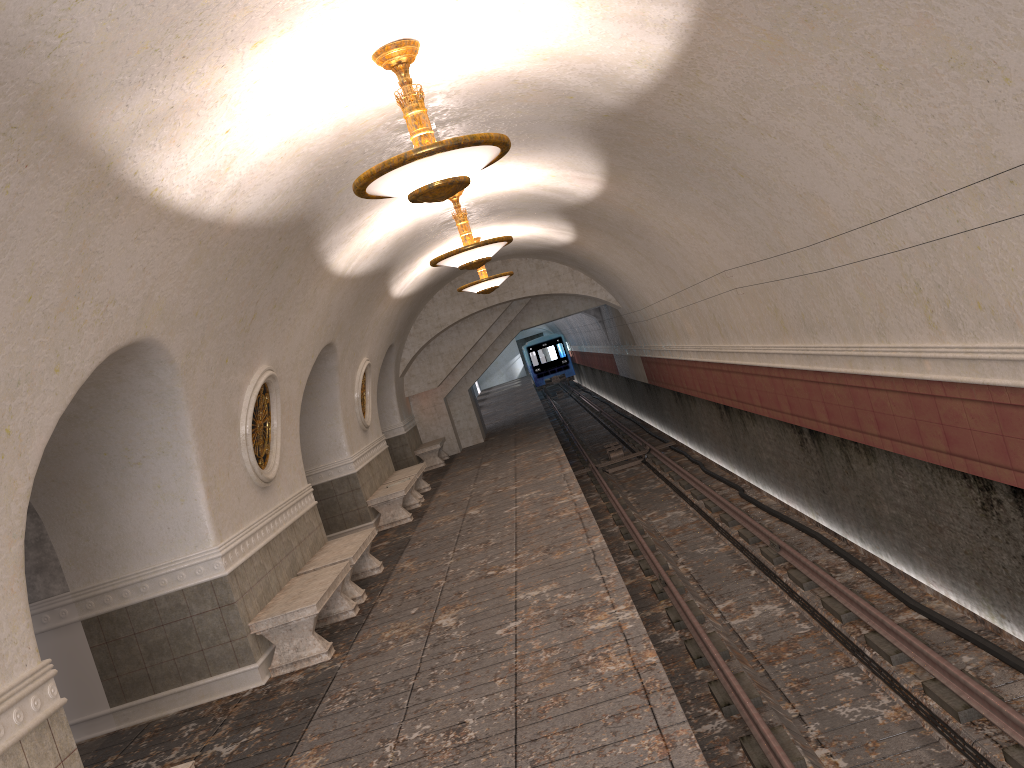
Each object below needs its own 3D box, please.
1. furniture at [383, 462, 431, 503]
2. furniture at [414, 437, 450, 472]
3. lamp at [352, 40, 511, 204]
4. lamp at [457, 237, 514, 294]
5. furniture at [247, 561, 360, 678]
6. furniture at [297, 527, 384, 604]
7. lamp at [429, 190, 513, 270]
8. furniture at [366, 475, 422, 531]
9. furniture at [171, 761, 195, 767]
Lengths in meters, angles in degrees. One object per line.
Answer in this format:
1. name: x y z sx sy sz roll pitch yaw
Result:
1. furniture: -1.840 1.826 15.888 0.613 0.508 1.509 -17 2 1
2. furniture: -1.823 1.629 20.505 0.613 0.508 1.509 -17 2 1
3. lamp: -0.566 -1.575 5.427 1.008 0.955 1.008 -17 2 17
4. lamp: -0.530 -1.988 15.076 1.008 0.955 1.008 -20 3 -43
5. furniture: -1.869 2.153 8.252 0.613 0.508 1.509 -17 2 1
6. furniture: -1.863 2.081 9.932 0.613 0.508 1.509 -17 2 1
7. lamp: -0.548 -1.781 10.250 1.008 0.955 1.008 -17 2 17
8. furniture: -1.847 1.898 14.208 0.613 0.508 1.509 -17 2 1
9. furniture: -1.885 2.338 3.916 0.613 0.508 1.509 -17 2 1
